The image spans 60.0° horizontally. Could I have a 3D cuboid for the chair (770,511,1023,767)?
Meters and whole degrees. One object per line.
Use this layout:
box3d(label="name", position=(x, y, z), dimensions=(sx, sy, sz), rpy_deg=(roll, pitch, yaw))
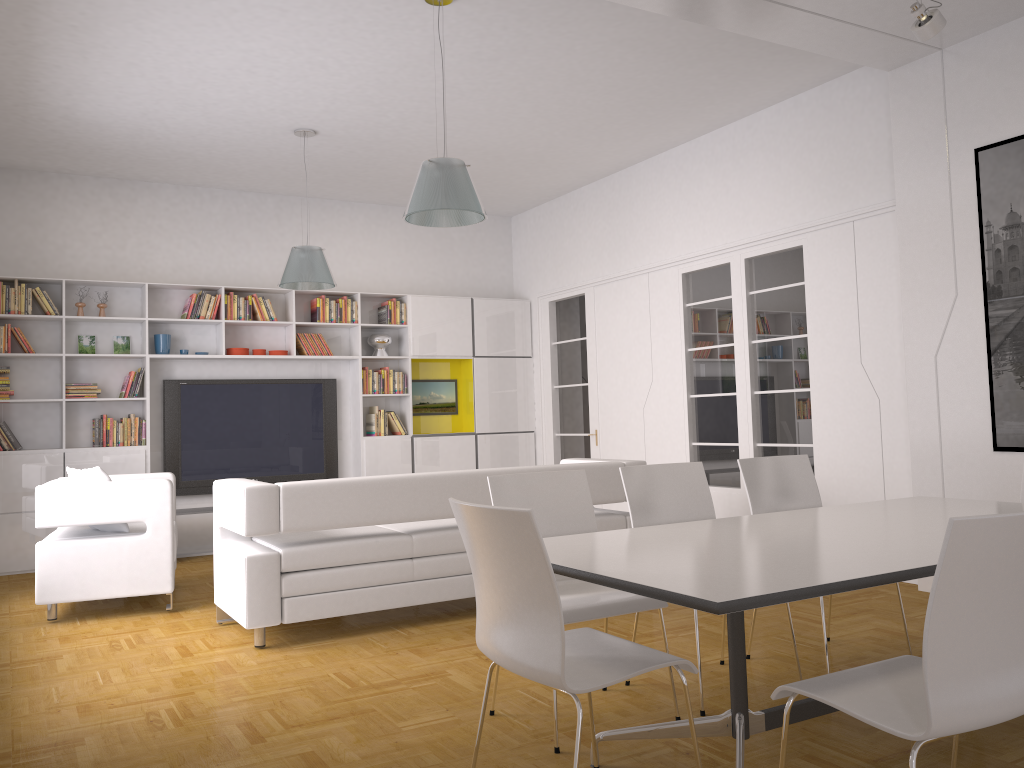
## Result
box3d(label="chair", position=(0.999, 0.747, 2.107), dimensions=(0.561, 0.932, 0.575), rpy_deg=(0, -4, -30))

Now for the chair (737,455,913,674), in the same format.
box3d(label="chair", position=(1.422, 0.812, 4.138), dimensions=(0.561, 0.932, 0.575), rpy_deg=(0, -4, -30))

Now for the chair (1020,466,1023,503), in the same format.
box3d(label="chair", position=(2.314, 0.763, 3.773), dimensions=(0.575, 0.932, 0.560), rpy_deg=(0, -4, -30))

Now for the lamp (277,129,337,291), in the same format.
box3d(label="lamp", position=(-1.643, -1.399, 7.070), dimensions=(0.464, 1.251, 0.464), rpy_deg=(0, -4, -30))

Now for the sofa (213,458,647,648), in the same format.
box3d(label="sofa", position=(-0.430, 0.952, 5.536), dimensions=(2.622, 0.850, 0.821), rpy_deg=(0, -3, -30))

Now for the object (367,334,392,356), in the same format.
box3d(label="object", position=(-1.372, -0.391, 9.211), dimensions=(0.256, 0.239, 0.256), rpy_deg=(-1, -3, -22))

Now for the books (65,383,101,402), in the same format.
box3d(label="books", position=(-3.783, 0.076, 7.811), dimensions=(0.284, 0.153, 0.207), rpy_deg=(0, -3, -30))

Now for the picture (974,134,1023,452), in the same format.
box3d(label="picture", position=(2.948, -0.518, 4.839), dimensions=(0.013, 1.782, 0.786), rpy_deg=(0, -4, -30))

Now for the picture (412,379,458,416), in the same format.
box3d(label="picture", position=(-0.865, 0.146, 9.613), dimensions=(0.609, 0.388, 0.007), rpy_deg=(0, -4, -30))

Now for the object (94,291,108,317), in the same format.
box3d(label="object", position=(-3.718, -0.710, 7.949), dimensions=(0.179, 0.260, 0.119), rpy_deg=(-1, -3, -9))

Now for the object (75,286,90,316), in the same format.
box3d(label="object", position=(-3.814, -0.719, 7.875), dimensions=(0.120, 0.279, 0.179), rpy_deg=(0, -3, -24))

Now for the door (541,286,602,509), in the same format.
box3d(label="door", position=(0.628, 0.269, 9.279), dimensions=(0.139, 2.457, 1.008), rpy_deg=(0, -4, -30))

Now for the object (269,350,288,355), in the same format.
box3d(label="object", position=(-2.284, -0.296, 8.666), dimensions=(0.182, 0.054, 0.182), rpy_deg=(0, -3, -33))

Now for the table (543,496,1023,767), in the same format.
box3d(label="table", position=(1.228, 0.880, 3.124), dimensions=(2.411, 0.723, 1.209), rpy_deg=(0, -3, -30))

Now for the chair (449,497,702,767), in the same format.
box3d(label="chair", position=(0.155, 0.791, 2.539), dimensions=(0.575, 0.932, 0.560), rpy_deg=(0, -4, -30))

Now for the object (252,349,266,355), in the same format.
box3d(label="object", position=(-2.450, -0.297, 8.593), dimensions=(0.128, 0.073, 0.129), rpy_deg=(0, -3, -33))

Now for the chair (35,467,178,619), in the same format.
box3d(label="chair", position=(-2.687, 0.996, 5.980), dimensions=(0.801, 0.912, 1.095), rpy_deg=(-1, -3, -20))

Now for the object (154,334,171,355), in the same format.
box3d(label="object", position=(-3.212, -0.355, 8.149), dimensions=(0.147, 0.193, 0.147), rpy_deg=(1, -4, -41))

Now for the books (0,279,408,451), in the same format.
box3d(label="books", position=(-2.813, -0.172, 8.368), dimensions=(3.862, 1.457, 0.235), rpy_deg=(0, -4, -30))

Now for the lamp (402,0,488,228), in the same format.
box3d(label="lamp", position=(-0.384, -1.524, 4.867), dimensions=(0.464, 1.251, 0.464), rpy_deg=(0, -4, -30))

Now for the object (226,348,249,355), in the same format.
box3d(label="object", position=(-2.627, -0.302, 8.492), dimensions=(0.211, 0.073, 0.210), rpy_deg=(-3, -3, 35))

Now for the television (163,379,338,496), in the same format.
box3d(label="television", position=(-2.505, 0.498, 8.606), dimensions=(1.660, 1.089, 0.082), rpy_deg=(0, -4, -30))

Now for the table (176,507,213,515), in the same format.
box3d(label="table", position=(-2.239, 1.328, 8.165), dimensions=(1.973, 0.435, 0.437), rpy_deg=(-1, -3, -30))

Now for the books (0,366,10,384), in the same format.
box3d(label="books", position=(-4.383, -0.067, 7.480), dimensions=(0.252, 0.153, 0.207), rpy_deg=(0, -3, -30))

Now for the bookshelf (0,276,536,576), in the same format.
box3d(label="bookshelf", position=(-2.169, 0.323, 8.737), dimensions=(5.365, 2.483, 0.389), rpy_deg=(0, -4, -30))

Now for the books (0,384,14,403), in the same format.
box3d(label="books", position=(-4.364, 0.082, 7.479), dimensions=(0.284, 0.153, 0.207), rpy_deg=(0, -3, -30))

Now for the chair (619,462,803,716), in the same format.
box3d(label="chair", position=(0.813, 0.818, 3.790), dimensions=(0.561, 0.932, 0.575), rpy_deg=(0, -4, -30))

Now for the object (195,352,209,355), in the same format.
box3d(label="object", position=(-2.909, -0.278, 8.316), dimensions=(0.124, 0.032, 0.123), rpy_deg=(0, -3, -44))

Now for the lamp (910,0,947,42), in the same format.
box3d(label="lamp", position=(2.062, -1.887, 4.417), dimensions=(0.173, 0.365, 0.167), rpy_deg=(-3, -3, 13))

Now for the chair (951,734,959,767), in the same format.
box3d(label="chair", position=(1.608, 0.741, 2.455), dimensions=(0.561, 0.932, 0.575), rpy_deg=(0, -4, -30))

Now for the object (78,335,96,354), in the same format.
box3d(label="object", position=(-3.810, -0.344, 7.945), dimensions=(0.144, 0.190, 0.051), rpy_deg=(0, -4, -30))

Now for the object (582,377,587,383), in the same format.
box3d(label="object", position=(1.218, 0.521, 10.118), dimensions=(0.885, 2.007, 0.588), rpy_deg=(-1, -3, -9))

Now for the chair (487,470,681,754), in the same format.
box3d(label="chair", position=(0.239, 0.824, 3.463), dimensions=(0.561, 0.932, 0.575), rpy_deg=(0, -4, -30))

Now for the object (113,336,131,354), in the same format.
box3d(label="object", position=(-3.559, -0.347, 8.088), dimensions=(0.144, 0.190, 0.051), rpy_deg=(0, -4, -30))

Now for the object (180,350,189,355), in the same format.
box3d(label="object", position=(-3.046, -0.289, 8.239), dimensions=(0.078, 0.056, 0.078), rpy_deg=(-2, -3, -5))
